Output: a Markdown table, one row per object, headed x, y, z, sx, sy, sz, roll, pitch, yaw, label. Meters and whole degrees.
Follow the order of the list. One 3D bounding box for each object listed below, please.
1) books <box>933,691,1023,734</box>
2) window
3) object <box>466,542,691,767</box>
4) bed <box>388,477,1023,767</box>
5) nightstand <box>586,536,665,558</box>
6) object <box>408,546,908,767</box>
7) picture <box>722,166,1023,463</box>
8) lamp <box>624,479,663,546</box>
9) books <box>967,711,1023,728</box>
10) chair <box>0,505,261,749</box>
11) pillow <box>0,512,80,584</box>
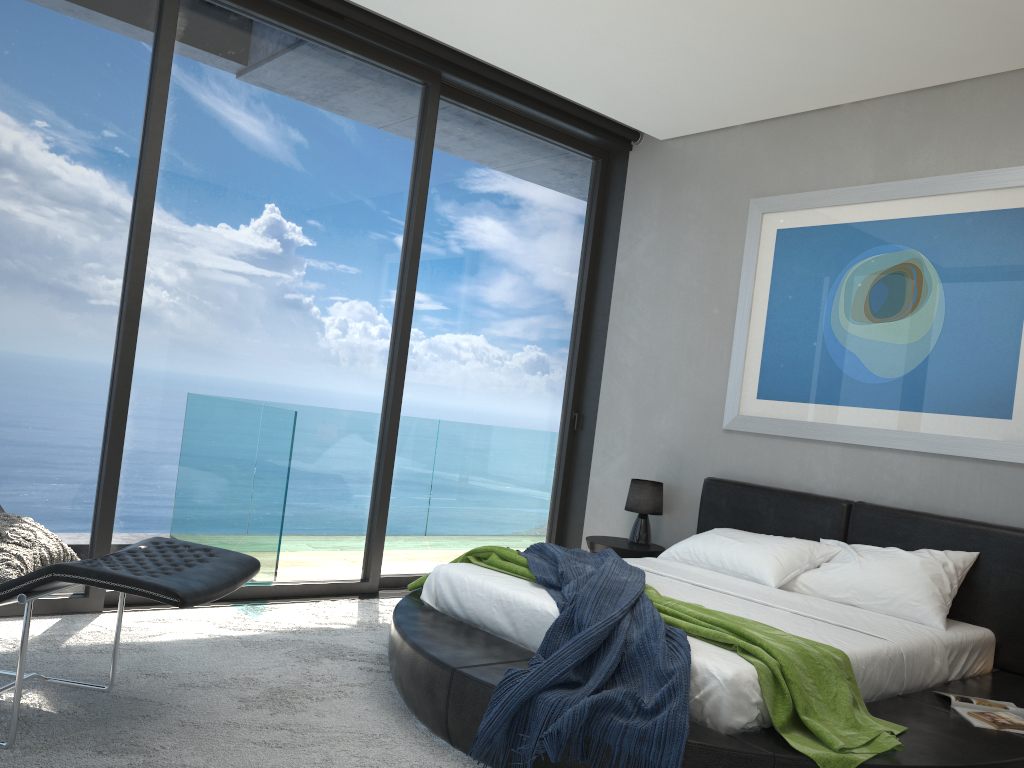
| x | y | z | sx | sy | sz | roll | pitch | yaw | label |
| --- | --- | --- | --- | --- | --- | --- | --- | --- | --- |
| 1.775 | 1.196 | 3.257 | 0.301 | 0.039 | 0.395 | 7 | -2 | 6 | books |
| 1.713 | -0.053 | 5.136 | 9.738 | 3.182 | 3.592 | 8 | -2 | -40 | window |
| 0.251 | 0.988 | 3.598 | 0.685 | 0.567 | 2.155 | 7 | -2 | 2 | object |
| 0.806 | 0.931 | 3.843 | 2.621 | 0.933 | 2.752 | 8 | -2 | -40 | bed |
| 0.681 | 1.212 | 5.538 | 0.497 | 0.440 | 0.496 | 8 | -1 | -29 | nightstand |
| 0.435 | 0.951 | 3.539 | 0.647 | 0.342 | 2.299 | 8 | -2 | -41 | object |
| 1.943 | -0.372 | 4.677 | 0.025 | 1.400 | 1.798 | 7 | -1 | -40 | picture |
| 0.828 | 0.808 | 5.582 | 0.241 | 0.400 | 0.220 | 7 | -1 | 19 | lamp |
| 1.748 | 1.196 | 3.159 | 0.189 | 0.012 | 0.133 | 8 | -2 | -18 | books |
| -1.550 | 0.580 | 2.912 | 1.281 | 0.995 | 0.639 | 7 | -1 | 5 | chair |
| -1.679 | 0.560 | 2.926 | 0.313 | 0.199 | 0.442 | 7 | -2 | 1 | pillow |
